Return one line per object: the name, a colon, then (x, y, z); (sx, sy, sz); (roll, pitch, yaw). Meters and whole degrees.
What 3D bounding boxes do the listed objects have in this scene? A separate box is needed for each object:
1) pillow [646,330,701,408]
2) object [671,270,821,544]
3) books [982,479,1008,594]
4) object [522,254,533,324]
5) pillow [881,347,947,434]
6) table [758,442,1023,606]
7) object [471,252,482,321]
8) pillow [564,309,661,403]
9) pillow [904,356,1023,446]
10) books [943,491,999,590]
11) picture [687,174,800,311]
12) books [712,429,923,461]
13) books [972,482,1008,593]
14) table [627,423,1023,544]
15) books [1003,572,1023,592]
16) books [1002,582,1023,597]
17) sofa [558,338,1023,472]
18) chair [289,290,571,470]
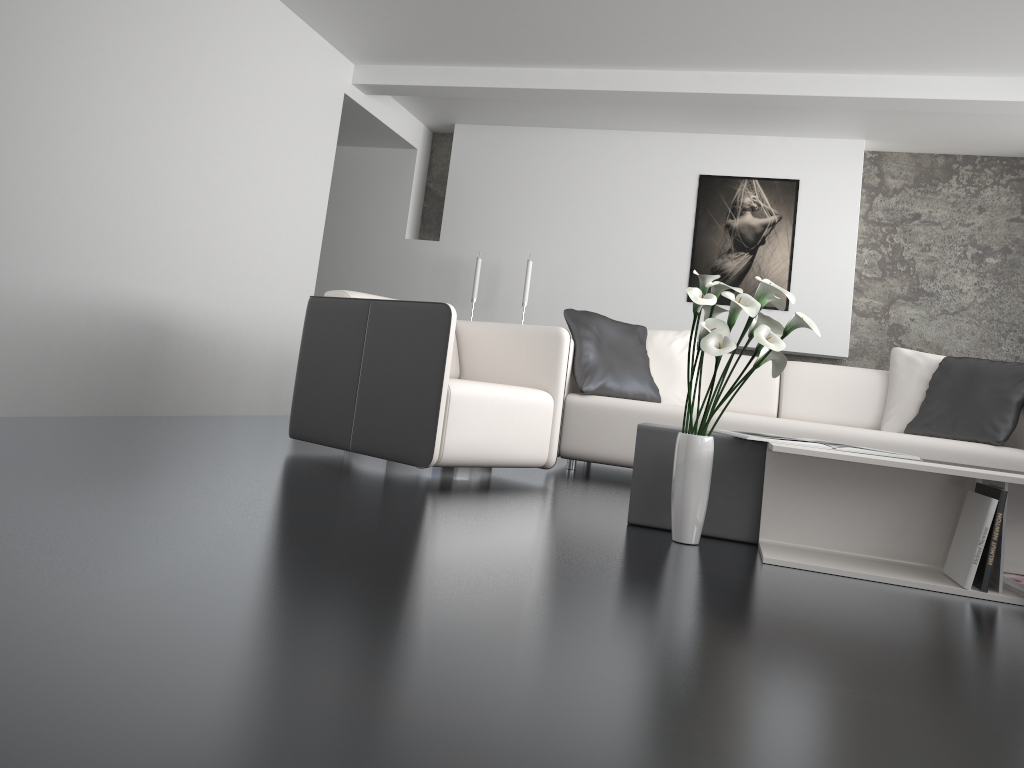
pillow: (0.753, -0.087, 4.864); (0.585, 0.505, 0.319); (7, -5, 5)
object: (0.632, 0.071, 2.532); (0.378, 0.807, 0.442); (7, -5, -1)
books: (1.294, 0.398, 2.374); (0.007, 0.287, 0.202); (5, -5, 13)
object: (0.061, -0.310, 6.733); (0.181, 1.412, 0.177); (5, -7, 16)
pillow: (2.216, 0.077, 4.517); (0.589, 0.513, 0.294); (6, -5, 20)
table: (1.195, 0.386, 2.412); (0.971, 0.318, 0.295); (7, -3, 14)
object: (-0.340, -0.360, 6.956); (0.181, 1.412, 0.177); (5, -7, 16)
pillow: (0.544, -0.145, 4.649); (0.560, 0.455, 0.277); (8, -5, -30)
pillow: (2.239, 0.076, 4.244); (0.330, 0.441, 0.551); (9, -3, -29)
books: (1.229, 0.413, 2.365); (0.070, 0.241, 0.224); (6, -4, 14)
picture: (1.755, -1.086, 6.695); (0.748, 1.017, 0.004); (6, -7, 16)
books: (0.958, 0.188, 2.822); (0.548, 0.017, 0.356); (7, 0, -4)
books: (1.260, 0.404, 2.361); (0.050, 0.266, 0.231); (5, -4, 14)
table: (1.023, 0.364, 2.780); (1.261, 0.318, 0.295); (7, -3, 14)
books: (1.430, 0.533, 2.289); (0.263, 0.017, 0.225); (7, 0, 6)
books: (1.442, 0.552, 2.266); (0.263, 0.017, 0.211); (7, 0, 6)
sofa: (1.392, 0.185, 4.576); (2.245, 0.668, 0.909); (7, -2, 14)
chair: (-0.360, -0.030, 3.796); (0.922, 0.669, 0.758); (5, -3, 40)
